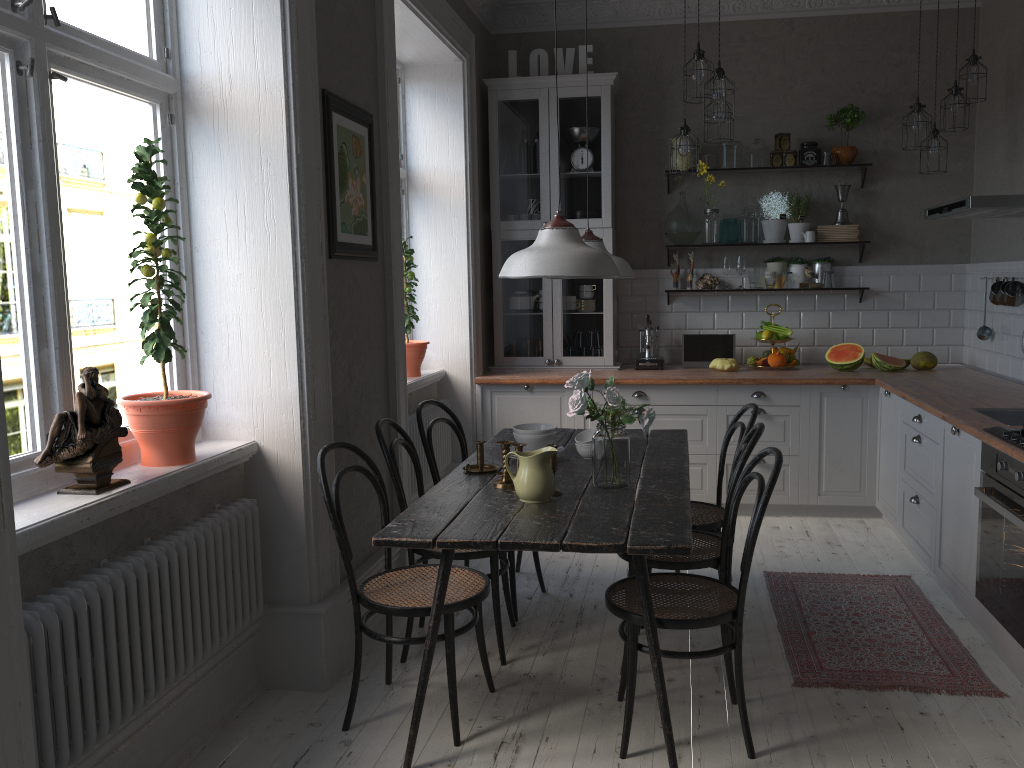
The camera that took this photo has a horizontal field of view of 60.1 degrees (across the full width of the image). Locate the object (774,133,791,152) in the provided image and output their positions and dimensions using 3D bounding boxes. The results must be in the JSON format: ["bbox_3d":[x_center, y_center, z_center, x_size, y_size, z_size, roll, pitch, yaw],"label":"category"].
[{"bbox_3d":[1.766,-1.577,5.785,0.083,0.113,0.082,-2,7,-10],"label":"object"}]

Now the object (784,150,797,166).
[{"bbox_3d":[1.823,-1.467,5.798,0.081,0.113,0.084,1,7,20],"label":"object"}]

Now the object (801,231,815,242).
[{"bbox_3d":[1.945,-0.960,5.783,0.104,0.071,0.064,4,9,39],"label":"object"}]

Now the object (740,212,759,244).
[{"bbox_3d":[1.569,-1.029,5.857,0.122,0.206,0.127,3,8,32],"label":"object"}]

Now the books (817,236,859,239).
[{"bbox_3d":[2.149,-0.963,5.846,0.257,0.016,0.160,2,7,22],"label":"books"}]

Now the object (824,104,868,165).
[{"bbox_3d":[2.171,-1.608,5.733,0.256,0.397,0.246,3,8,34],"label":"object"}]

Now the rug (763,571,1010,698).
[{"bbox_3d":[1.468,0.997,3.708,0.731,0.014,1.297,0,7,10],"label":"rug"}]

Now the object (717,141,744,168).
[{"bbox_3d":[1.444,-1.504,5.862,0.176,0.184,0.168,-7,9,-41],"label":"object"}]

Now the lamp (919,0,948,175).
[{"bbox_3d":[2.405,-2.076,4.999,0.148,1.735,0.145,-3,7,-18],"label":"lamp"}]

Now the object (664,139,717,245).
[{"bbox_3d":[1.131,-1.265,5.884,0.339,0.674,0.333,-4,7,-22],"label":"object"}]

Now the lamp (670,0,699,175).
[{"bbox_3d":[0.893,-1.970,4.571,0.149,1.735,0.144,-4,7,-23],"label":"lamp"}]

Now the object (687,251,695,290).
[{"bbox_3d":[1.214,-0.769,5.998,0.063,0.264,0.052,-7,9,-44],"label":"object"}]

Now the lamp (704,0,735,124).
[{"bbox_3d":[0.989,-2.141,4.212,0.149,1.735,0.144,-5,8,-33],"label":"lamp"}]

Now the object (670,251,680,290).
[{"bbox_3d":[1.113,-0.771,6.029,0.054,0.264,0.060,-3,7,-19],"label":"object"}]

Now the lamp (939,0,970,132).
[{"bbox_3d":[2.554,-2.338,5.054,0.150,1.735,0.143,-6,8,-38],"label":"lamp"}]

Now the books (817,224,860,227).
[{"bbox_3d":[2.147,-1.038,5.838,0.258,0.011,0.159,1,7,15],"label":"books"}]

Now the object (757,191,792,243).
[{"bbox_3d":[1.768,-1.114,5.909,0.240,0.354,0.238,2,7,27],"label":"object"}]

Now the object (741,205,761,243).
[{"bbox_3d":[1.620,-1.075,5.998,0.130,0.264,0.133,1,7,15],"label":"object"}]

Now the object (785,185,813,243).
[{"bbox_3d":[1.889,-1.120,5.837,0.187,0.380,0.166,-5,8,-29],"label":"object"}]

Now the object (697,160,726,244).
[{"bbox_3d":[1.295,-1.191,5.823,0.191,0.540,0.281,-1,7,2],"label":"object"}]

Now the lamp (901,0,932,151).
[{"bbox_3d":[2.251,-2.182,4.872,0.143,1.735,0.150,5,9,41],"label":"lamp"}]

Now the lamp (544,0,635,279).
[{"bbox_3d":[0.298,-1.354,3.535,0.375,1.859,0.384,1,7,17],"label":"lamp"}]

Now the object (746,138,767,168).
[{"bbox_3d":[1.637,-1.532,5.926,0.142,0.220,0.137,-5,8,-31],"label":"object"}]

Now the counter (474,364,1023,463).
[{"bbox_3d":[1.172,0.076,4.473,3.141,0.039,3.412,0,7,10],"label":"counter"}]

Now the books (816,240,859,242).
[{"bbox_3d":[2.149,-0.941,5.849,0.259,0.011,0.159,1,7,12],"label":"books"}]

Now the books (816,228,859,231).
[{"bbox_3d":[2.148,-1.017,5.840,0.257,0.016,0.160,2,7,22],"label":"books"}]

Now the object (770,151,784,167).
[{"bbox_3d":[1.737,-1.467,5.815,0.082,0.113,0.083,0,7,10],"label":"object"}]

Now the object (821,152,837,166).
[{"bbox_3d":[2.044,-1.453,5.717,0.093,0.096,0.075,0,7,10],"label":"object"}]

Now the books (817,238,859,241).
[{"bbox_3d":[2.149,-0.952,5.847,0.258,0.011,0.159,1,7,15],"label":"books"}]

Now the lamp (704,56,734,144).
[{"bbox_3d":[1.061,-2.127,4.524,0.147,1.735,0.146,-2,7,-3],"label":"lamp"}]

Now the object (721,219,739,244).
[{"bbox_3d":[1.465,-1.024,5.965,0.125,0.172,0.127,0,7,13],"label":"object"}]

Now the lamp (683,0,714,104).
[{"bbox_3d":[0.922,-2.289,4.367,0.147,1.735,0.146,-2,7,-3],"label":"lamp"}]

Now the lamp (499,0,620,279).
[{"bbox_3d":[0.129,-1.251,2.657,0.387,1.859,0.371,-7,9,-42],"label":"lamp"}]

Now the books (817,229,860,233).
[{"bbox_3d":[2.148,-1.006,5.841,0.258,0.011,0.159,1,7,15],"label":"books"}]

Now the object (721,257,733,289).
[{"bbox_3d":[1.452,-0.750,5.981,0.082,0.217,0.081,-2,7,-4],"label":"object"}]

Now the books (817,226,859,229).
[{"bbox_3d":[2.148,-1.027,5.839,0.258,0.016,0.160,1,7,18],"label":"books"}]

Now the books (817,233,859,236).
[{"bbox_3d":[2.149,-0.984,5.844,0.258,0.011,0.159,1,7,15],"label":"books"}]

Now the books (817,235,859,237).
[{"bbox_3d":[2.149,-0.974,5.845,0.258,0.016,0.160,1,7,18],"label":"books"}]

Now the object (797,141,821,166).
[{"bbox_3d":[1.952,-1.503,5.826,0.141,0.174,0.143,0,7,10],"label":"object"}]

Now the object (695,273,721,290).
[{"bbox_3d":[1.312,-0.691,5.968,0.178,0.111,0.095,-3,7,-13],"label":"object"}]

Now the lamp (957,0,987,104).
[{"bbox_3d":[2.560,-2.446,4.866,0.148,1.735,0.145,-3,7,-18],"label":"lamp"}]

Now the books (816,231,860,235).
[{"bbox_3d":[2.148,-0.996,5.842,0.259,0.011,0.159,1,7,12],"label":"books"}]
